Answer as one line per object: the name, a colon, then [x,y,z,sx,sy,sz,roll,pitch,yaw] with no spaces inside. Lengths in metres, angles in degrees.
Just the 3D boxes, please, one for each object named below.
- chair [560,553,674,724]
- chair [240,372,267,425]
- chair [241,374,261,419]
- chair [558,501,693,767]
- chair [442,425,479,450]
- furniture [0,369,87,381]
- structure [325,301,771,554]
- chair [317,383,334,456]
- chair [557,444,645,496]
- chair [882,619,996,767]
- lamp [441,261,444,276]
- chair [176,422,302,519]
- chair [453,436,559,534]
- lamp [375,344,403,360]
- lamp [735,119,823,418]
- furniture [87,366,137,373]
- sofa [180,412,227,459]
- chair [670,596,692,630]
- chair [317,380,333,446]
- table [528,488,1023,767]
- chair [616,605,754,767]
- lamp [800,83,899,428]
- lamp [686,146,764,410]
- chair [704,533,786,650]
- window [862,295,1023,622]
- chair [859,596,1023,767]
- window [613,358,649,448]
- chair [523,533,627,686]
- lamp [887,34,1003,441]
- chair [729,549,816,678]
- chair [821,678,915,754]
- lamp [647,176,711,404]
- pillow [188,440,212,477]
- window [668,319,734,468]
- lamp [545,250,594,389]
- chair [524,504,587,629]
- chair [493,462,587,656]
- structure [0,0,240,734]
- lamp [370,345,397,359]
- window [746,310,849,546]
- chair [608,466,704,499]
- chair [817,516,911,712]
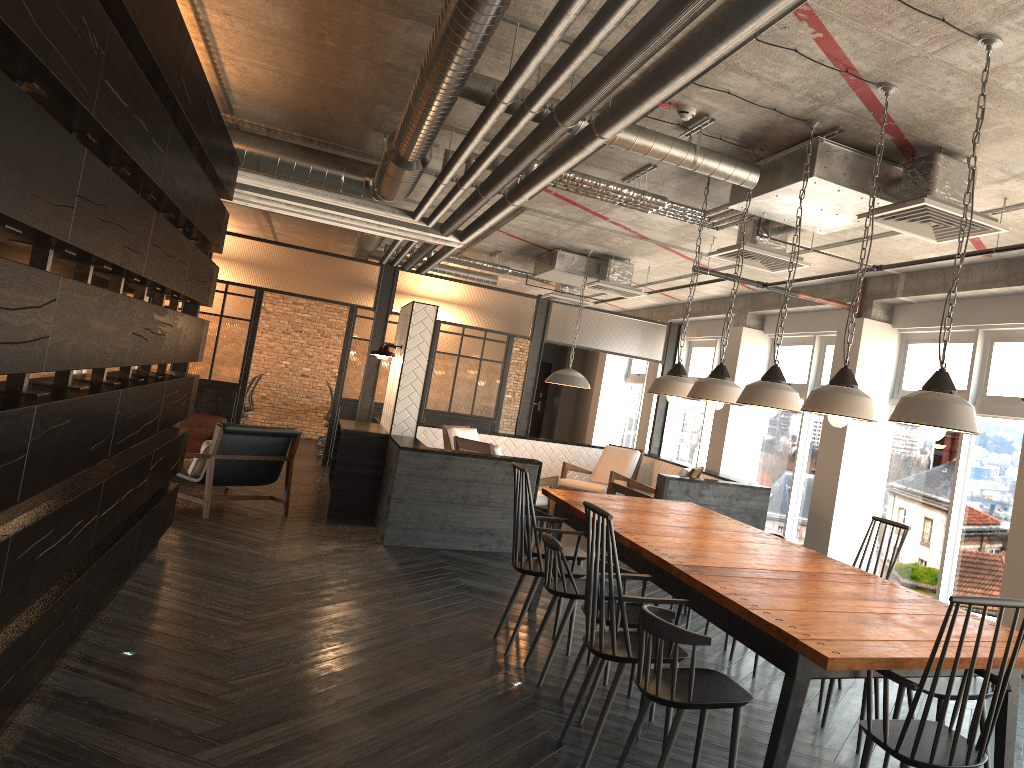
chair: [0.531,1.203,4.022,0.501,0.738,0.331,10,-2,-22]
chair: [-4.377,0.277,13.189,0.787,1.064,0.613,10,-2,-21]
chair: [-4.036,0.330,11.744,0.787,1.064,0.613,10,-2,-21]
chair: [0.497,1.048,3.508,0.551,1.034,0.405,10,-2,-21]
chair: [-0.319,0.987,9.549,0.870,0.908,0.777,9,-1,19]
furniture: [-3.151,0.366,3.612,2.116,1.262,0.944,9,-1,-23]
structure: [0.333,0.476,9.241,4.464,2.117,3.278,9,-1,-21]
chair: [-2.487,0.571,12.475,0.787,1.064,0.613,10,-2,-21]
chair: [1.120,1.211,10.321,0.632,0.908,1.058,8,-1,32]
chair: [1.936,1.422,3.716,0.501,0.738,0.331,10,-2,-22]
lamp: [-1.408,-1.430,13.590,0.333,0.858,3.047,10,0,-14]
chair: [-2.569,0.693,7.368,0.885,0.796,0.854,8,-1,34]
chair: [-0.096,1.021,8.161,0.615,0.908,1.081,8,-1,41]
lamp: [-1.219,-0.321,8.136,0.167,0.172,0.260,8,-1,38]
lamp: [1.491,-0.680,4.408,0.392,1.740,0.340,10,-2,-9]
furniture: [-3.422,0.324,4.765,2.117,1.262,0.521,9,-2,-25]
sofa: [-3.940,0.561,8.682,1.824,0.638,0.593,9,-1,-24]
chair: [1.393,1.344,5.922,0.522,0.727,0.331,10,-2,-22]
chair: [-2.817,0.520,13.877,0.787,1.064,0.613,10,-2,-21]
table: [1.111,1.266,4.461,1.332,0.792,3.346,9,0,-15]
chair: [0.648,1.221,3.102,0.501,0.738,0.331,10,-2,-22]
lamp: [1.629,-0.659,3.825,0.420,1.740,0.312,11,-3,-32]
lamp: [1.354,-0.701,4.990,0.378,1.740,0.354,10,-2,-2]
chair: [1.559,1.364,5.566,0.501,0.738,0.331,10,-2,-22]
window: [4.054,0.669,7.494,0.274,2.878,2.223,10,-2,-14]
chair: [1.453,1.197,2.881,0.506,1.034,0.444,10,-2,-15]
window: [2.327,0.403,14.821,0.274,2.878,2.223,10,-2,-14]
chair: [0.348,1.181,4.417,0.522,0.727,0.331,10,-2,-22]
lamp: [1.766,-0.638,3.242,0.334,1.740,0.397,9,-2,22]
chair: [1.605,1.371,5.095,0.501,0.738,0.331,10,-2,-22]
chair: [1.838,1.412,4.176,0.522,0.727,0.331,10,-2,-22]
lamp: [1.217,-0.723,5.572,0.378,1.740,0.354,10,-2,-2]
pillow: [-2.413,0.663,7.276,0.220,0.334,0.774,8,-1,38]
window: [2.903,0.492,12.377,0.274,2.878,2.223,10,-2,-14]
lamp: [0.755,-0.746,9.372,0.554,1.547,0.464,10,-2,-13]
chair: [0.248,1.160,5.327,0.501,0.738,0.331,10,-2,-22]
chair: [0.192,1.001,4.804,0.551,1.034,0.405,10,-2,-21]
structure: [-4.695,-0.629,2.039,6.879,2.744,4.851,9,-1,-21]
lamp: [-1.366,-0.344,8.761,0.167,0.172,0.260,8,-1,38]
window: [3.479,0.581,9.933,0.274,2.878,2.223,10,-2,-14]
chair: [1.484,1.267,8.880,0.894,0.908,0.759,9,-1,13]
chair: [1.880,1.264,4.692,0.551,1.034,0.405,10,-2,-21]
